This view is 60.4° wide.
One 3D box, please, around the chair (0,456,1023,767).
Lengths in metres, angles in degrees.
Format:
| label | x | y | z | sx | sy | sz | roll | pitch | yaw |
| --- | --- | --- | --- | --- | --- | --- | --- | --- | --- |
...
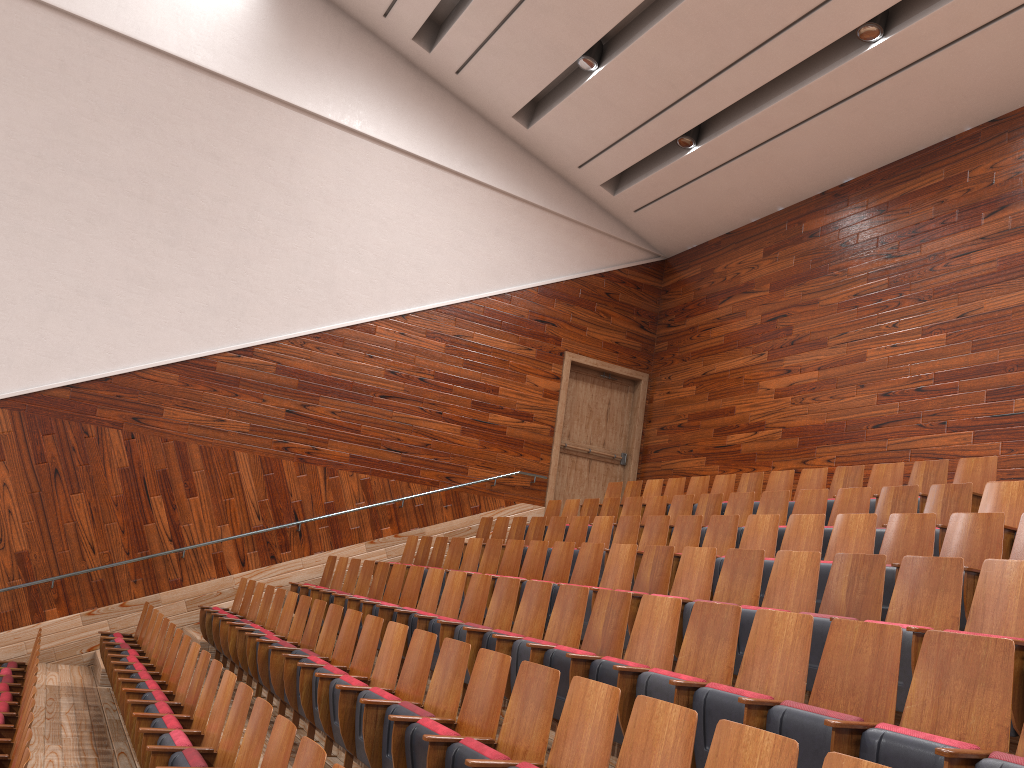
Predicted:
| label | x | y | z | sx | sy | sz | roll | pitch | yaw |
| --- | --- | --- | --- | --- | --- | --- | --- | --- | --- |
| chair | 0.028 | 0.134 | 0.338 | 0.779 | 0.366 | 1.194 | 13 | -13 | -26 |

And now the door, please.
| label | x | y | z | sx | sy | sz | roll | pitch | yaw |
| --- | --- | --- | --- | --- | --- | --- | --- | --- | --- |
| door | 0.113 | 0.089 | 1.221 | 0.141 | 0.236 | 0.024 | 11 | -7 | -27 |
